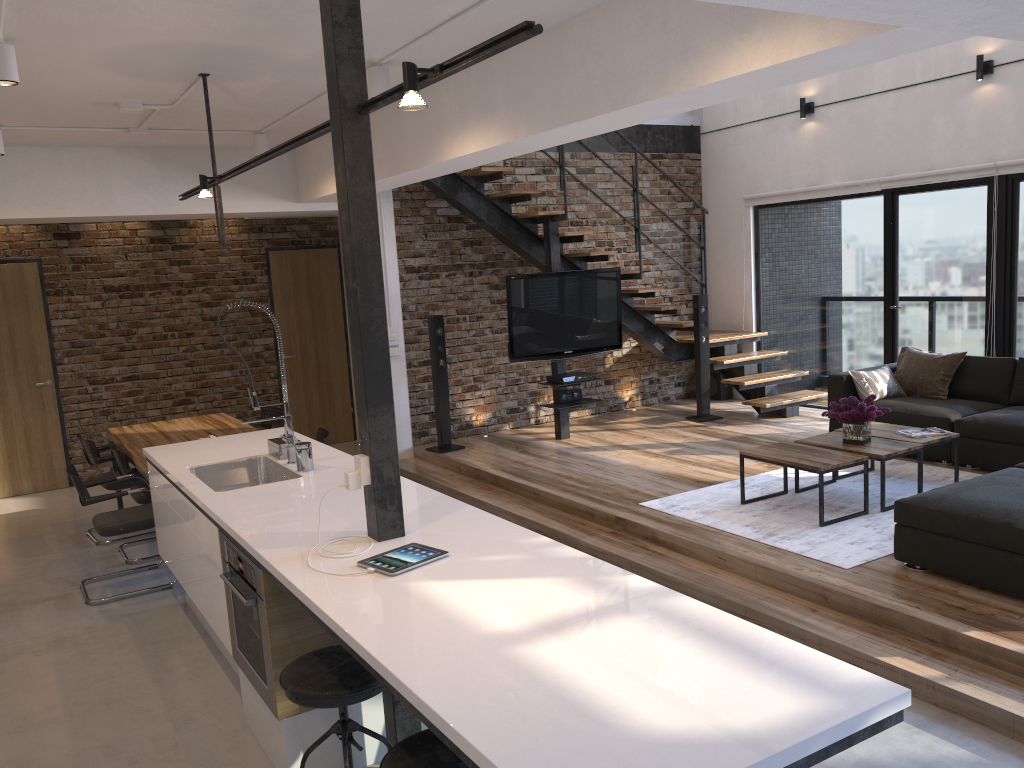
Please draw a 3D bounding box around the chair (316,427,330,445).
[{"bbox_3d":[-1.459,0.729,5.967,0.540,0.770,0.518,-6,9,-15],"label":"chair"}]

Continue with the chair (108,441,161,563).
[{"bbox_3d":[-2.461,0.770,6.139,0.540,0.770,0.519,-9,10,-30],"label":"chair"}]

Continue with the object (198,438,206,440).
[{"bbox_3d":[-1.977,0.378,5.663,0.094,0.065,0.099,-5,8,-6],"label":"object"}]

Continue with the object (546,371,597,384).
[{"bbox_3d":[0.530,-0.055,7.871,0.360,0.058,0.274,-8,9,-30],"label":"object"}]

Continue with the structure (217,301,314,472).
[{"bbox_3d":[-1.130,-0.017,4.380,0.392,0.814,0.506,-2,8,9],"label":"structure"}]

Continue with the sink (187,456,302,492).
[{"bbox_3d":[-1.292,0.531,4.284,0.406,0.203,0.705,-8,9,-30],"label":"sink"}]

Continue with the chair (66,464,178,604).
[{"bbox_3d":[-2.381,0.863,5.419,0.540,0.770,0.519,-9,10,-30],"label":"chair"}]

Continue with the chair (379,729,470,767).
[{"bbox_3d":[-0.126,1.222,2.206,0.358,0.637,0.355,-2,9,14],"label":"chair"}]

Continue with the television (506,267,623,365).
[{"bbox_3d":[0.458,-0.601,7.829,1.206,0.785,0.136,-8,10,-30],"label":"television"}]

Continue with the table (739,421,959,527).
[{"bbox_3d":[2.168,0.544,5.639,1.297,0.351,0.696,-8,9,-30],"label":"table"}]

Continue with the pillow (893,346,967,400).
[{"bbox_3d":[3.257,-0.090,7.034,0.265,0.383,0.608,-9,9,-30],"label":"pillow"}]

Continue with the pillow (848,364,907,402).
[{"bbox_3d":[2.895,0.004,7.003,0.498,0.266,0.212,-8,9,-30],"label":"pillow"}]

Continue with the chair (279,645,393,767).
[{"bbox_3d":[-0.509,1.172,2.754,0.357,0.637,0.356,3,11,38],"label":"chair"}]

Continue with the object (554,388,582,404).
[{"bbox_3d":[0.505,0.107,7.967,0.246,0.112,0.088,-8,9,-30],"label":"object"}]

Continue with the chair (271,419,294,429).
[{"bbox_3d":[-1.845,0.682,6.492,0.540,0.770,0.519,-9,10,-30],"label":"chair"}]

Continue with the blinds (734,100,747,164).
[{"bbox_3d":[1.597,-3.593,8.197,10.200,2.982,1.991,2,10,37],"label":"blinds"}]

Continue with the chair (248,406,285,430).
[{"bbox_3d":[-2.092,0.607,7.165,0.539,0.770,0.519,-10,10,-35],"label":"chair"}]

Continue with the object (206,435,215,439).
[{"bbox_3d":[-1.898,0.366,5.633,0.086,0.086,0.097,-8,9,-27],"label":"object"}]

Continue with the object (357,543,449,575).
[{"bbox_3d":[-0.342,0.554,2.802,0.187,0.013,0.240,4,11,44],"label":"object"}]

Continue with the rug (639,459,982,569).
[{"bbox_3d":[2.150,0.723,5.642,2.111,0.003,1.635,-8,9,-30],"label":"rug"}]

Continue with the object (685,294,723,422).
[{"bbox_3d":[1.829,-0.254,8.523,0.270,1.209,0.270,-8,9,-25],"label":"object"}]

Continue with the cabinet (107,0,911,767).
[{"bbox_3d":[-1.962,-0.042,4.071,2.471,2.878,9.104,-9,9,-30],"label":"cabinet"}]

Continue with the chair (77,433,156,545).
[{"bbox_3d":[-2.897,0.734,6.609,0.539,0.770,0.519,-10,10,-35],"label":"chair"}]

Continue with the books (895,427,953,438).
[{"bbox_3d":[2.665,0.315,5.741,0.295,0.013,0.228,-5,8,-10],"label":"books"}]

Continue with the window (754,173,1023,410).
[{"bbox_3d":[2.205,-1.963,6.147,5.657,5.579,13.381,-8,9,-30],"label":"window"}]

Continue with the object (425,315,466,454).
[{"bbox_3d":[-0.634,-0.007,7.875,0.270,1.209,0.270,-11,11,-40],"label":"object"}]

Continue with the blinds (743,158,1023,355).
[{"bbox_3d":[3.824,-0.711,7.008,0.095,2.048,5.362,-9,9,-30],"label":"blinds"}]

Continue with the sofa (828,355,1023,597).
[{"bbox_3d":[2.881,0.335,5.557,2.996,0.702,3.040,-8,9,-30],"label":"sofa"}]

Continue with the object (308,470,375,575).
[{"bbox_3d":[-0.564,0.439,2.868,0.214,0.247,0.416,-5,8,-9],"label":"object"}]

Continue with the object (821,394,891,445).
[{"bbox_3d":[2.173,0.201,5.582,0.374,0.343,0.341,-8,9,-29],"label":"object"}]
